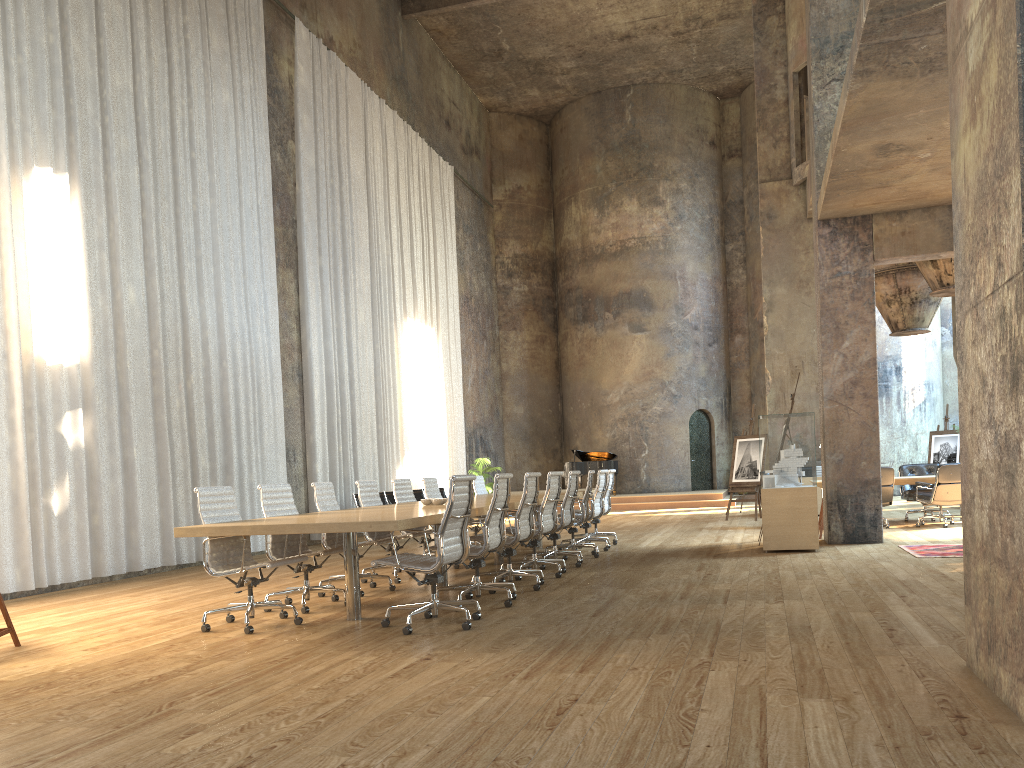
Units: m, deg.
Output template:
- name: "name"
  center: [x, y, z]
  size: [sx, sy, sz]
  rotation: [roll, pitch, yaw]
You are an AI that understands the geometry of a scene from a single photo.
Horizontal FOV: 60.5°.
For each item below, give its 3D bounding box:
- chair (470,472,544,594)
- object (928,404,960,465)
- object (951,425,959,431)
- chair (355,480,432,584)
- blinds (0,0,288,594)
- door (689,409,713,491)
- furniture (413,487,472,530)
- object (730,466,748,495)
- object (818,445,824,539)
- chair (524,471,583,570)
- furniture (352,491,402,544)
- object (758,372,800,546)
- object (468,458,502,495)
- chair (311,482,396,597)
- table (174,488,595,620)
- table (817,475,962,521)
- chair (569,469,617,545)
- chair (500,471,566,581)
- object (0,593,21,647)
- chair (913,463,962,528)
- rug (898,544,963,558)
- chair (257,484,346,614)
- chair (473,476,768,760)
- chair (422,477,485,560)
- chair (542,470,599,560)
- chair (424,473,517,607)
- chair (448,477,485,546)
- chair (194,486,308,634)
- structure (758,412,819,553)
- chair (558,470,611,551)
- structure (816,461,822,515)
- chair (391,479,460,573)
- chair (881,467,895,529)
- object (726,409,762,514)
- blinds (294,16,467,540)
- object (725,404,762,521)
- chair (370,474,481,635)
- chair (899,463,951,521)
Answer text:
- name: "chair"
  center: [-0.065, 1.305, 7.777]
  size: [0.700, 1.026, 0.664]
  rotation: [-3, -1, 21]
- name: "object"
  center: [9.281, 1.484, 18.778]
  size: [0.703, 2.149, 0.681]
  rotation: [-2, 1, 45]
- name: "object"
  center: [9.188, 0.977, 17.616]
  size: [0.690, 0.940, 0.857]
  rotation: [-3, -2, 37]
- name: "chair"
  center: [-1.192, 1.478, 8.933]
  size: [0.700, 1.026, 0.664]
  rotation: [-3, -1, 21]
- name: "blinds"
  center: [-4.689, -2.146, 9.840]
  size: [0.275, 8.649, 7.824]
  rotation: [-2, -1, 17]
- name: "door"
  center: [5.297, 1.864, 24.839]
  size: [0.900, 2.299, 0.091]
  rotation: [-3, 2, -26]
- name: "furniture"
  center: [-1.324, 2.442, 17.255]
  size: [0.709, 0.841, 1.873]
  rotation: [-3, -5, 16]
- name: "object"
  center: [6.580, 2.642, 24.940]
  size: [0.915, 0.991, 0.906]
  rotation: [-4, -2, 27]
- name: "object"
  center: [4.294, 1.368, 11.551]
  size: [0.571, 1.298, 0.657]
  rotation: [-3, 0, 16]
- name: "chair"
  center: [0.422, 1.460, 9.488]
  size: [0.700, 1.026, 0.664]
  rotation: [-3, -1, 21]
- name: "furniture"
  center: [-1.977, 2.233, 14.959]
  size: [0.709, 0.841, 1.873]
  rotation: [-3, -5, 16]
- name: "object"
  center: [3.382, 0.943, 10.964]
  size: [0.685, 2.149, 0.699]
  rotation: [-2, 1, 15]
- name: "object"
  center: [-0.717, 2.473, 20.735]
  size: [1.092, 1.458, 1.129]
  rotation: [-3, -1, 7]
- name: "chair"
  center: [-1.436, 1.395, 8.033]
  size: [0.700, 1.026, 0.664]
  rotation: [-3, -1, 15]
- name: "table"
  center: [-0.396, 1.608, 9.291]
  size: [1.604, 0.758, 7.720]
  rotation: [-4, -6, 16]
- name: "table"
  center: [5.794, 1.763, 13.251]
  size: [2.414, 0.700, 1.105]
  rotation: [-4, -4, 16]
- name: "chair"
  center: [1.111, 1.695, 12.050]
  size: [0.700, 1.026, 0.664]
  rotation: [-3, -1, 21]
- name: "chair"
  center: [0.179, 1.384, 8.642]
  size: [0.701, 1.026, 0.664]
  rotation: [-3, -1, 24]
- name: "object"
  center: [-3.430, 1.100, 5.530]
  size: [0.656, 1.299, 0.572]
  rotation: [-3, 0, -41]
- name: "chair"
  center: [6.090, 1.571, 12.444]
  size: [0.729, 0.893, 0.823]
  rotation: [-2, -2, -10]
- name: "rug"
  center: [5.368, 1.682, 8.986]
  size: [2.467, 0.009, 1.347]
  rotation: [-4, -6, 16]
- name: "chair"
  center: [-1.671, 1.320, 7.209]
  size: [0.701, 1.026, 0.664]
  rotation: [-3, -1, 24]
- name: "chair"
  center: [2.516, 1.590, 11.598]
  size: [12.975, 1.031, 31.529]
  rotation: [-4, -6, 16]
- name: "chair"
  center: [-0.705, 1.633, 10.643]
  size: [0.700, 1.026, 0.664]
  rotation: [-3, -1, 21]
- name: "chair"
  center: [0.683, 1.542, 10.383]
  size: [0.700, 1.026, 0.664]
  rotation: [-3, -1, 15]
- name: "chair"
  center: [-0.314, 1.224, 6.894]
  size: [0.700, 1.026, 0.664]
  rotation: [-3, -1, 19]
- name: "chair"
  center: [-0.456, 1.714, 11.526]
  size: [0.700, 1.026, 0.664]
  rotation: [-3, -1, 19]
- name: "chair"
  center: [-1.879, 1.242, 6.371]
  size: [0.700, 1.026, 0.664]
  rotation: [-3, -1, 21]
- name: "structure"
  center: [3.171, 1.136, 10.109]
  size: [0.595, 1.549, 0.741]
  rotation: [-2, 0, 16]
- name: "chair"
  center: [0.909, 1.617, 11.209]
  size: [0.701, 1.026, 0.664]
  rotation: [-3, -1, 24]
- name: "structure"
  center: [5.602, 1.940, 16.359]
  size: [0.744, 1.015, 0.734]
  rotation: [-3, -1, 16]
- name: "chair"
  center: [-0.948, 1.554, 9.778]
  size: [0.701, 1.026, 0.664]
  rotation: [-3, -1, 24]
- name: "chair"
  center: [5.110, 1.643, 12.693]
  size: [0.730, 0.893, 0.821]
  rotation: [-3, -2, 10]
- name: "object"
  center: [4.742, 1.595, 17.819]
  size: [0.686, 2.149, 0.698]
  rotation: [-2, 1, 42]
- name: "blinds"
  center: [-2.323, -1.389, 18.151]
  size: [0.275, 8.649, 7.824]
  rotation: [-2, -1, 17]
- name: "object"
  center: [4.327, 1.422, 15.973]
  size: [0.682, 2.149, 0.703]
  rotation: [-4, 1, -42]
- name: "chair"
  center: [-0.576, 1.141, 5.983]
  size: [0.700, 1.026, 0.664]
  rotation: [-3, -1, 22]
- name: "chair"
  center: [6.490, 1.698, 13.838]
  size: [0.731, 0.893, 0.821]
  rotation: [-3, -2, 17]
